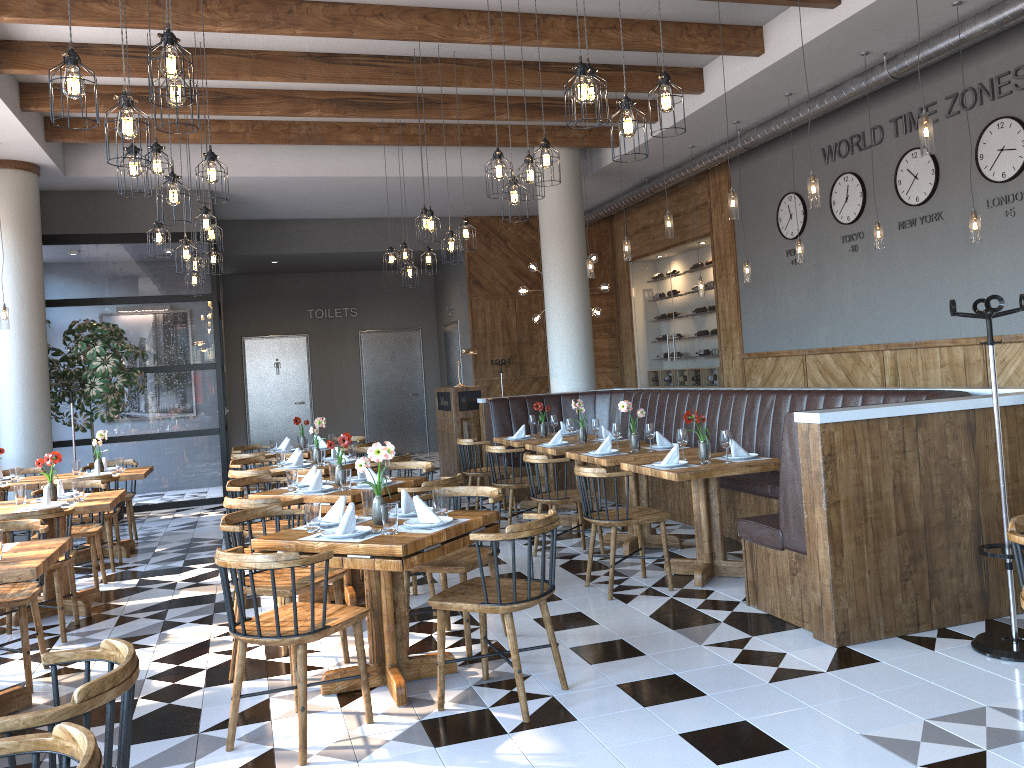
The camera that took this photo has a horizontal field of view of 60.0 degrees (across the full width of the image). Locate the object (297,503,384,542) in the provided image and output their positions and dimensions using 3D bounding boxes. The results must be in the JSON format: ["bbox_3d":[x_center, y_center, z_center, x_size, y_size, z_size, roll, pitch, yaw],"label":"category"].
[{"bbox_3d":[-0.762,0.620,4.044,0.351,0.137,0.272,-4,0,28],"label":"object"}]

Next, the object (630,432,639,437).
[{"bbox_3d":[0.987,0.457,7.145,0.080,0.132,0.080,-4,-1,-17],"label":"object"}]

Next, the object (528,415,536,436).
[{"bbox_3d":[0.215,0.434,9.259,0.081,0.215,0.081,-3,-1,-25],"label":"object"}]

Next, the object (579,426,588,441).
[{"bbox_3d":[0.666,0.462,8.198,0.080,0.132,0.080,-4,-1,-17],"label":"object"}]

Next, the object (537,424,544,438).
[{"bbox_3d":[0.293,0.475,8.991,0.080,0.132,0.080,-3,-1,-32],"label":"object"}]

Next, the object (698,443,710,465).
[{"bbox_3d":[1.264,0.459,5.806,0.080,0.132,0.080,-3,-1,-32],"label":"object"}]

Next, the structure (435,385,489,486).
[{"bbox_3d":[-0.555,0.675,11.378,0.646,1.301,1.044,-4,-1,-17],"label":"structure"}]

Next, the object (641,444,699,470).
[{"bbox_3d":[1.040,0.471,5.847,0.272,0.137,0.351,-4,1,-17],"label":"object"}]

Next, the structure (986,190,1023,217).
[{"bbox_3d":[4.271,-1.530,7.621,0.021,0.200,0.442,-3,0,-17],"label":"structure"}]

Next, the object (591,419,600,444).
[{"bbox_3d":[0.746,0.420,7.893,0.081,0.215,0.081,-4,-1,14],"label":"object"}]

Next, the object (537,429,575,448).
[{"bbox_3d":[0.390,0.482,7.979,0.272,0.137,0.351,-4,1,-17],"label":"object"}]

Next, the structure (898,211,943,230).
[{"bbox_3d":[3.966,-1.585,8.608,0.021,0.080,0.582,-3,1,-17],"label":"structure"}]

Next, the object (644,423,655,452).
[{"bbox_3d":[1.067,0.414,6.841,0.081,0.215,0.081,-5,-2,36],"label":"object"}]

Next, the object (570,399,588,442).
[{"bbox_3d":[0.611,0.333,8.063,0.146,0.400,0.206,-4,-1,-9],"label":"object"}]

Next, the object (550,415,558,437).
[{"bbox_3d":[0.424,0.425,8.948,0.081,0.215,0.081,-4,-1,14],"label":"object"}]

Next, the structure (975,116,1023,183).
[{"bbox_3d":[4.226,-2.015,7.632,0.046,0.561,0.560,-3,0,-17],"label":"structure"}]

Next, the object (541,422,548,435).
[{"bbox_3d":[0.345,0.467,9.252,0.080,0.132,0.080,-4,-1,-17],"label":"object"}]

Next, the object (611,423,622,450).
[{"bbox_3d":[0.849,0.424,7.179,0.081,0.215,0.081,-5,-2,36],"label":"object"}]

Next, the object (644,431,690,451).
[{"bbox_3d":[1.217,0.440,7.066,0.272,0.137,0.351,-4,1,-17],"label":"object"}]

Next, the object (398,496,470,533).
[{"bbox_3d":[-0.401,0.594,4.158,0.272,0.137,0.352,-4,1,28],"label":"object"}]

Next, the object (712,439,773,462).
[{"bbox_3d":[1.544,0.434,5.993,0.272,0.137,0.351,-4,1,-17],"label":"object"}]

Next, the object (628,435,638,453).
[{"bbox_3d":[0.943,0.464,6.859,0.080,0.132,0.080,-4,-1,-12],"label":"object"}]

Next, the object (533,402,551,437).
[{"bbox_3d":[0.309,0.360,9.119,0.156,0.355,0.171,-3,-1,-24],"label":"object"}]

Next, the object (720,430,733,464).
[{"bbox_3d":[1.395,0.409,5.763,0.081,0.215,0.081,-5,-2,42],"label":"object"}]

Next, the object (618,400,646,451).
[{"bbox_3d":[0.957,0.326,7.021,0.207,0.400,0.146,-4,-1,-15],"label":"object"}]

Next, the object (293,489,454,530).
[{"bbox_3d":[-0.690,0.610,4.432,0.576,0.137,0.582,-3,1,28],"label":"object"}]

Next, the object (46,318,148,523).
[{"bbox_3d":[-5.143,0.353,10.297,1.636,2.595,1.377,-3,-1,-33],"label":"object"}]

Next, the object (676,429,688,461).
[{"bbox_3d":[1.177,0.418,6.105,0.081,0.215,0.081,-4,-1,-9],"label":"object"}]

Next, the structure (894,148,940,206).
[{"bbox_3d":[3.928,-2.011,8.609,0.046,0.561,0.560,-3,0,-17],"label":"structure"}]

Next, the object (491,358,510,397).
[{"bbox_3d":[-0.135,0.419,14.492,0.374,1.660,0.374,-4,-1,5],"label":"object"}]

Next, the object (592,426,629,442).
[{"bbox_3d":[0.894,0.445,8.125,0.272,0.137,0.351,-4,1,-17],"label":"object"}]

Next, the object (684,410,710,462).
[{"bbox_3d":[1.239,0.347,5.937,0.171,0.355,0.156,-4,-1,-14],"label":"object"}]

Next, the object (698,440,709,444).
[{"bbox_3d":[1.316,0.451,6.068,0.080,0.132,0.080,-4,-1,-17],"label":"object"}]

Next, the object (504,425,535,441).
[{"bbox_3d":[0.070,0.487,9.029,0.272,0.137,0.351,-4,1,-17],"label":"object"}]

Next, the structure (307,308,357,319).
[{"bbox_3d":[-3.357,-1.323,16.555,0.916,0.166,0.035,-4,-1,-17],"label":"structure"}]

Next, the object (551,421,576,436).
[{"bbox_3d":[0.573,0.451,9.175,0.272,0.137,0.351,-4,1,-17],"label":"object"}]

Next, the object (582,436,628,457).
[{"bbox_3d":[0.713,0.476,6.920,0.272,0.137,0.351,-4,1,-17],"label":"object"}]

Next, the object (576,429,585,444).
[{"bbox_3d":[0.615,0.470,7.936,0.080,0.132,0.080,-3,-1,-32],"label":"object"}]

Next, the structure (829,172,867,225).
[{"bbox_3d":[3.630,-2.006,9.586,0.046,0.561,0.560,-3,0,-17],"label":"structure"}]

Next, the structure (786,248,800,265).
[{"bbox_3d":[3.374,-1.515,10.563,0.021,0.197,0.305,-3,0,-17],"label":"structure"}]

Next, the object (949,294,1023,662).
[{"bbox_3d":[2.303,0.415,4.169,0.375,1.660,0.374,-3,-2,-39],"label":"object"}]

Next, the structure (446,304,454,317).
[{"bbox_3d":[-1.107,-1.316,15.947,0.025,0.197,0.564,-3,0,-17],"label":"structure"}]

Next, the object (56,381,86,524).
[{"bbox_3d":[-4.732,0.806,9.588,0.374,1.660,0.374,-4,-1,5],"label":"object"}]

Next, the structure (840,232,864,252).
[{"bbox_3d":[3.678,-1.520,9.564,0.021,0.200,0.368,-3,0,-17],"label":"structure"}]

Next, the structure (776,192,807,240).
[{"bbox_3d":[3.332,-2.001,10.562,0.046,0.561,0.560,-3,0,-17],"label":"structure"}]

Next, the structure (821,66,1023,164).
[{"bbox_3d":[3.888,-2.557,8.654,0.033,0.199,2.725,-3,1,-17],"label":"structure"}]

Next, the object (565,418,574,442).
[{"bbox_3d":[0.537,0.429,8.204,0.081,0.215,0.081,-3,-1,-25],"label":"object"}]
